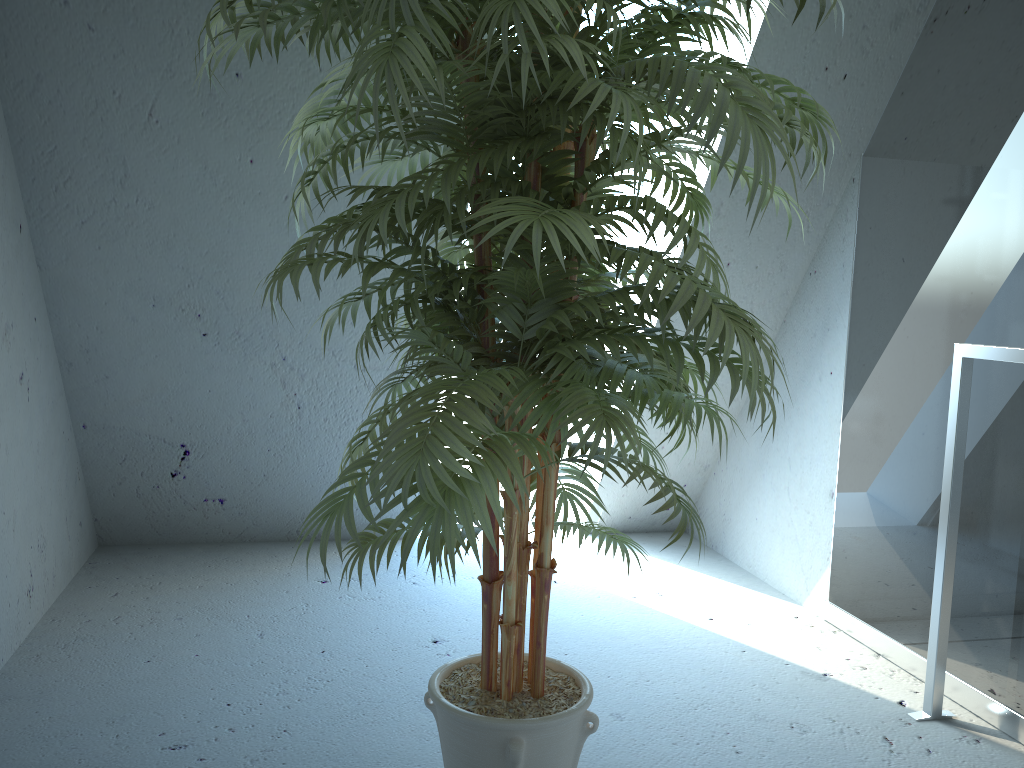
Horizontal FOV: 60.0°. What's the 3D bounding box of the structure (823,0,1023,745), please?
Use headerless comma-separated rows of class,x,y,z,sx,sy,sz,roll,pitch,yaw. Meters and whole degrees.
structure,1.604,-0.244,1.772,1.184,2.114,1.835,1,6,-14

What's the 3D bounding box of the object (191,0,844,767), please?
object,0.026,-0.238,1.473,1.020,2.034,0.980,6,7,35
